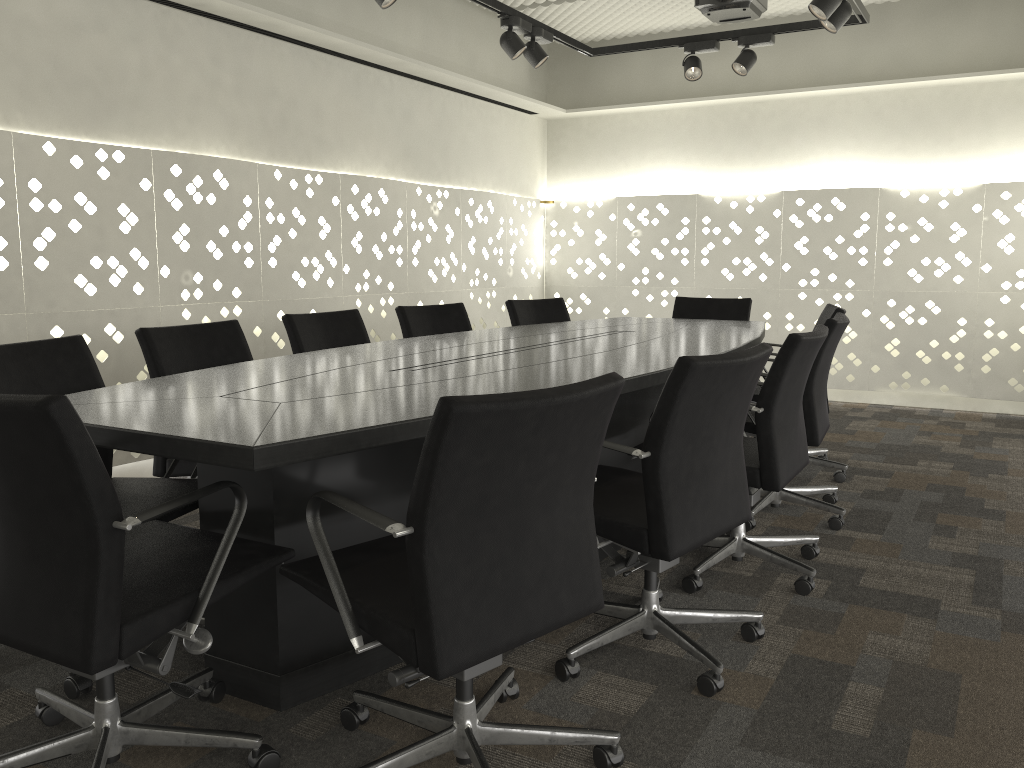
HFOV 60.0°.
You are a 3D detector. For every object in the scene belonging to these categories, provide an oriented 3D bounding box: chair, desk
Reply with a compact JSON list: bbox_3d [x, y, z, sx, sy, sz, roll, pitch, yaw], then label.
[{"bbox_3d":[0.278,-0.048,4.491,0.559,0.757,0.579,-7,11,-41],"label":"chair"},{"bbox_3d":[-1.006,0.274,2.192,0.579,0.757,0.559,3,8,19],"label":"chair"},{"bbox_3d":[-0.820,0.193,2.772,0.579,0.757,0.559,4,9,29],"label":"chair"},{"bbox_3d":[1.204,0.028,3.954,0.579,0.757,0.559,3,8,19],"label":"chair"},{"bbox_3d":[-0.755,0.351,1.639,0.559,0.757,0.579,5,10,34],"label":"chair"},{"bbox_3d":[0.316,0.279,2.155,0.579,0.757,0.559,8,11,43],"label":"chair"},{"bbox_3d":[0.092,0.199,3.096,1.223,0.658,3.364,4,9,29],"label":"desk"},{"bbox_3d":[0.989,-0.065,4.614,0.559,0.757,0.579,5,10,34],"label":"chair"},{"bbox_3d":[0.678,0.200,2.720,0.579,0.757,0.559,5,10,34],"label":"chair"},{"bbox_3d":[-0.198,0.031,3.932,0.579,0.757,0.559,8,11,43],"label":"chair"},{"bbox_3d":[-0.550,0.104,3.406,0.579,0.757,0.559,5,10,34],"label":"chair"},{"bbox_3d":[0.974,0.117,3.315,0.579,0.757,0.559,4,9,29],"label":"chair"},{"bbox_3d":[-0.113,0.355,1.616,0.559,0.757,0.579,-7,11,-41],"label":"chair"}]

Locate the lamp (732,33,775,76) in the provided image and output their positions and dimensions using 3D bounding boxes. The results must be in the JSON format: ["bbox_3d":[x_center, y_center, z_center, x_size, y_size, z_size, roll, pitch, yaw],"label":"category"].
[{"bbox_3d":[1.211,-1.669,4.464,0.214,0.224,0.118,3,8,18],"label":"lamp"}]

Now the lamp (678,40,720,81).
[{"bbox_3d":[0.958,-1.687,4.594,0.213,0.224,0.126,5,9,32],"label":"lamp"}]

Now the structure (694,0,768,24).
[{"bbox_3d":[1.187,-2.056,4.790,0.327,0.144,0.371,4,9,29],"label":"structure"}]

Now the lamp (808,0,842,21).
[{"bbox_3d":[1.205,-1.523,3.421,0.126,0.224,0.213,5,9,32],"label":"lamp"}]

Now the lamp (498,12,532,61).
[{"bbox_3d":[0.018,-1.624,4.140,0.126,0.224,0.213,5,9,32],"label":"lamp"}]

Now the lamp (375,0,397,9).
[{"bbox_3d":[-0.465,-1.505,3.291,0.126,0.224,0.213,5,9,32],"label":"lamp"}]

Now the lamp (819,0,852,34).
[{"bbox_3d":[1.315,-1.550,3.614,0.126,0.224,0.213,5,9,32],"label":"lamp"}]

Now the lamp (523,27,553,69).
[{"bbox_3d":[0.128,-1.650,4.332,0.126,0.224,0.213,5,9,32],"label":"lamp"}]
